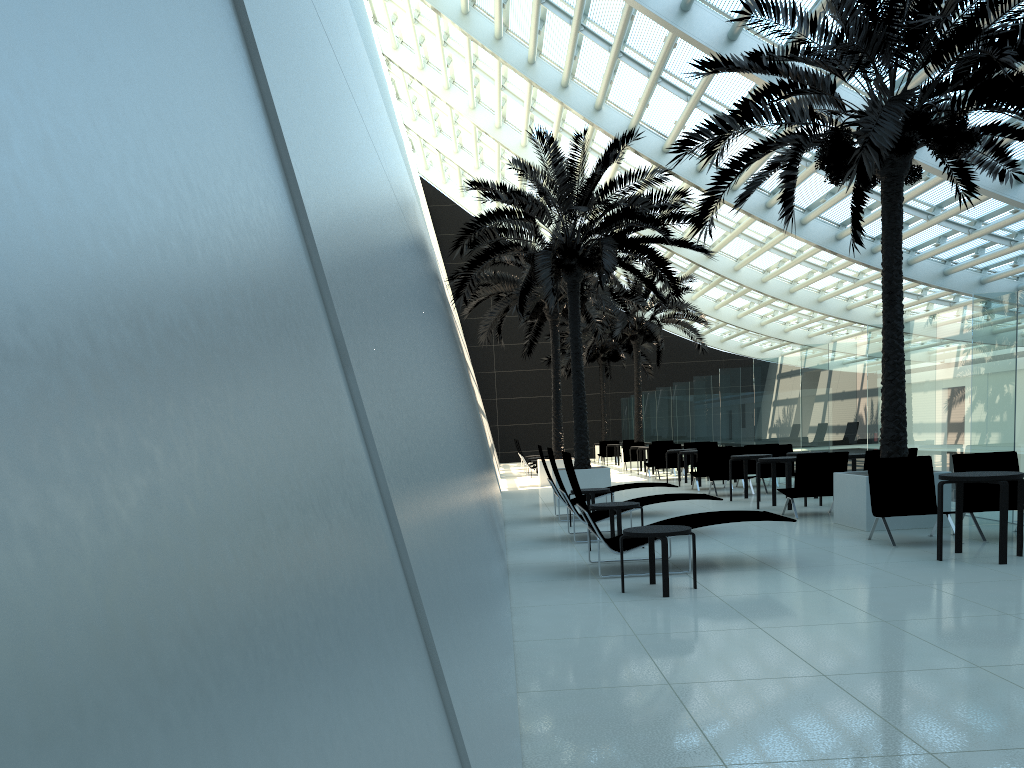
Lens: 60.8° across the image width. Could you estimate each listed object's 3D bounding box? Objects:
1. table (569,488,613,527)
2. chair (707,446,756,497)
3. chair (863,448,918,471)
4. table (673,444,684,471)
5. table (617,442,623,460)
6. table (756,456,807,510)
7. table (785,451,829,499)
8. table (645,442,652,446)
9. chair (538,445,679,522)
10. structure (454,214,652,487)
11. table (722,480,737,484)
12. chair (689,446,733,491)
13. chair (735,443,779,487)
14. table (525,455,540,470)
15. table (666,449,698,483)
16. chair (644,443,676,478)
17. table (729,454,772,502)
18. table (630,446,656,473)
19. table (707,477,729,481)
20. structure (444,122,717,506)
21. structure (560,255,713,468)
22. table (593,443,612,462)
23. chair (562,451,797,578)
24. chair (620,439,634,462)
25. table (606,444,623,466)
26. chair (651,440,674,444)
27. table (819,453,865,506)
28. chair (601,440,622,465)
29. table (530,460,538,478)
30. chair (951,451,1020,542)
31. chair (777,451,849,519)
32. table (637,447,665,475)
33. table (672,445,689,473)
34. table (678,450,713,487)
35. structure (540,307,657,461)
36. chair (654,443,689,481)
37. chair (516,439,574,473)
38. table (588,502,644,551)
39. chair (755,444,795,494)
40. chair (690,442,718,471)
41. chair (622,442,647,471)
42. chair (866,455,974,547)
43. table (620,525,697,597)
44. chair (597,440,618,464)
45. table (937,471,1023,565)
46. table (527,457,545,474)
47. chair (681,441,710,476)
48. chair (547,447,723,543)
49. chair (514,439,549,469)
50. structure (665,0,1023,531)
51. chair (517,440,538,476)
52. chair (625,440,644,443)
[{"bbox_3d":[1.115,1.747,12.325,0.554,0.522,0.548,-1,2,42],"label":"table"},{"bbox_3d":[4.106,1.631,16.282,0.716,0.897,0.879,-3,2,-1],"label":"chair"},{"bbox_3d":[5.121,1.345,12.210,0.716,0.897,0.879,-3,2,-1],"label":"chair"},{"bbox_3d":[4.902,2.215,26.250,0.680,0.789,0.672,-1,3,37],"label":"table"},{"bbox_3d":[4.727,2.786,36.086,0.673,0.789,0.679,-6,4,-44],"label":"table"},{"bbox_3d":[4.142,1.520,13.383,0.680,0.789,0.672,-1,4,42],"label":"table"},{"bbox_3d":[5.092,1.563,15.009,0.680,0.789,0.672,-1,3,37],"label":"table"},{"bbox_3d":[4.807,2.544,31.913,0.680,0.789,0.672,-1,3,37],"label":"table"},{"bbox_3d":[1.461,1.467,13.450,2.036,1.170,0.913,-3,3,-1],"label":"chair"},{"bbox_3d":[0.928,-0.881,21.877,4.292,6.968,4.575,0,5,33],"label":"structure"},{"bbox_3d":[5.013,1.806,19.182,0.680,0.789,0.672,-1,4,42],"label":"table"},{"bbox_3d":[4.092,1.729,17.990,0.716,0.897,0.879,-3,2,-1],"label":"chair"},{"bbox_3d":[5.023,1.681,18.000,0.716,0.897,0.879,-3,2,-1],"label":"chair"},{"bbox_3d":[0.787,2.873,31.729,0.554,0.522,0.548,-1,2,42],"label":"table"},{"bbox_3d":[4.029,1.940,20.637,0.680,0.789,0.672,-1,3,37],"label":"table"},{"bbox_3d":[3.996,2.056,23.628,0.716,0.897,0.879,-3,2,-1],"label":"chair"},{"bbox_3d":[4.124,1.613,14.999,0.680,0.789,0.672,-1,3,37],"label":"table"},{"bbox_3d":[3.934,2.265,26.241,0.680,0.789,0.672,-1,3,37],"label":"table"},{"bbox_3d":[4.997,1.890,20.647,0.680,0.789,0.672,-1,3,37],"label":"table"},{"bbox_3d":[1.236,-1.209,15.887,4.618,6.907,4.250,-5,5,-22],"label":"structure"},{"bbox_3d":[4.154,-0.687,29.321,4.816,7.096,4.397,-3,4,-7],"label":"structure"},{"bbox_3d":[3.759,2.837,36.076,0.673,0.789,0.679,-6,4,-44],"label":"table"},{"bbox_3d":[1.548,1.168,8.310,2.036,1.170,0.913,-3,3,-1],"label":"chair"},{"bbox_3d":[4.737,2.662,34.903,0.716,0.897,0.879,-3,2,-1],"label":"chair"},{"bbox_3d":[3.838,2.594,31.903,0.680,0.789,0.672,-1,3,37],"label":"table"},{"bbox_3d":[4.847,2.234,27.520,0.716,0.897,0.879,-3,2,-1],"label":"chair"},{"bbox_3d":[5.111,1.470,13.393,0.680,0.789,0.672,-1,4,42],"label":"table"},{"bbox_3d":[3.820,2.612,33.198,0.716,0.897,0.879,-3,2,-1],"label":"chair"},{"bbox_3d":[0.876,2.570,26.509,0.555,0.522,0.548,-2,2,37],"label":"table"},{"bbox_3d":[5.159,1.165,9.087,0.716,0.897,0.879,-3,2,-1],"label":"chair"},{"bbox_3d":[4.190,1.393,12.201,0.716,0.897,0.879,-3,2,-1],"label":"chair"},{"bbox_3d":[3.949,2.183,24.811,0.680,0.789,0.672,-1,4,42],"label":"table"},{"bbox_3d":[4.917,2.133,24.820,0.680,0.789,0.672,-1,4,42],"label":"table"},{"bbox_3d":[4.044,1.856,19.173,0.680,0.789,0.672,-1,4,42],"label":"table"},{"bbox_3d":[4.042,-0.216,37.459,4.434,7.094,4.779,-5,4,-22],"label":"structure"},{"bbox_3d":[4.011,1.959,21.932,0.716,0.897,0.879,-3,2,-1],"label":"chair"},{"bbox_3d":[1.178,2.439,30.204,2.036,1.170,0.913,-3,3,-1],"label":"chair"},{"bbox_3d":[1.159,1.598,9.755,0.554,0.522,0.548,-1,2,42],"label":"table"},{"bbox_3d":[5.037,1.583,16.291,0.716,0.897,0.879,-3,2,-1],"label":"chair"},{"bbox_3d":[4.942,1.910,21.942,0.716,0.897,0.879,-3,2,-1],"label":"chair"},{"bbox_3d":[3.916,2.282,27.511,0.716,0.897,0.879,-3,2,-1],"label":"chair"},{"bbox_3d":[4.228,1.213,9.078,0.716,0.897,0.879,-3,2,-1],"label":"chair"},{"bbox_3d":[1.202,1.449,7.185,0.554,0.522,0.548,-1,2,42],"label":"table"},{"bbox_3d":[3.806,2.710,34.894,0.716,0.897,0.879,-3,2,-1],"label":"chair"},{"bbox_3d":[4.244,1.202,7.909,0.673,0.789,0.679,-6,4,-44],"label":"table"},{"bbox_3d":[0.832,2.719,29.079,0.554,0.522,0.548,-1,2,42],"label":"table"},{"bbox_3d":[4.928,2.008,23.638,0.716,0.897,0.879,-3,2,-1],"label":"chair"},{"bbox_3d":[1.504,1.317,10.880,2.036,1.170,0.913,-3,3,-1],"label":"chair"},{"bbox_3d":[1.133,2.592,32.854,2.036,1.170,0.913,-3,3,-1],"label":"chair"},{"bbox_3d":[4.482,-1.797,10.193,4.830,7.096,4.385,-2,4,18],"label":"structure"},{"bbox_3d":[1.221,2.290,27.634,2.036,1.170,0.913,-3,3,-1],"label":"chair"},{"bbox_3d":[4.751,2.564,33.207,0.716,0.897,0.879,-3,2,-1],"label":"chair"}]
